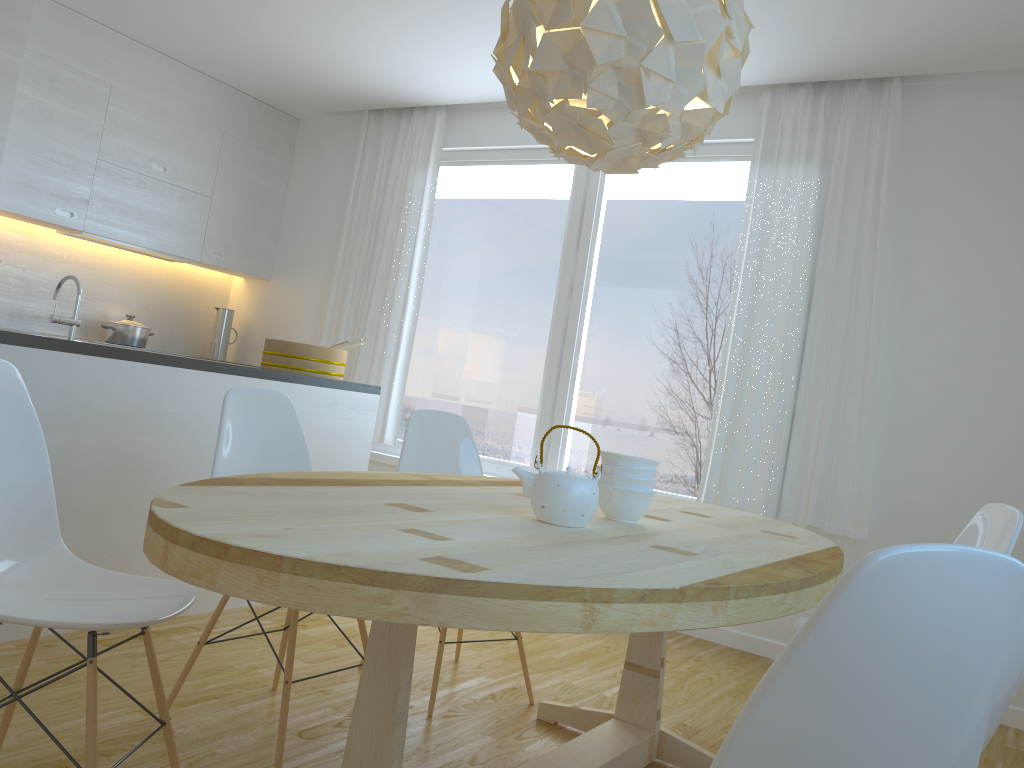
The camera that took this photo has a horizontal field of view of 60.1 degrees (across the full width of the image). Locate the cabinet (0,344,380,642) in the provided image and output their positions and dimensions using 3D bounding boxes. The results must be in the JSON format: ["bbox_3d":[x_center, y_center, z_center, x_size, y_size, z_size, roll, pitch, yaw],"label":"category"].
[{"bbox_3d":[-1.562,0.349,3.253,0.602,0.914,2.384,6,-3,32],"label":"cabinet"}]

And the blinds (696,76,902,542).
[{"bbox_3d":[1.364,-0.432,4.117,0.797,2.170,0.149,6,-5,32],"label":"blinds"}]

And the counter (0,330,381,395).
[{"bbox_3d":[-1.490,-0.121,3.293,0.602,0.040,2.384,8,-1,32],"label":"counter"}]

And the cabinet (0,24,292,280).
[{"bbox_3d":[-2.578,-0.582,4.775,0.482,2.311,3.179,6,-4,32],"label":"cabinet"}]

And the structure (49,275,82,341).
[{"bbox_3d":[-1.502,-0.260,2.922,0.163,0.216,0.096,7,-5,32],"label":"structure"}]

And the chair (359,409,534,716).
[{"bbox_3d":[-0.179,0.563,3.031,0.427,0.906,0.524,12,-5,-38],"label":"chair"}]

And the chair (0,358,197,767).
[{"bbox_3d":[-0.885,0.426,1.733,0.523,0.906,0.428,9,-4,2],"label":"chair"}]

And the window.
[{"bbox_3d":[0.331,-0.387,4.968,2.735,1.927,0.087,7,-5,32],"label":"window"}]

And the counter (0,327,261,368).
[{"bbox_3d":[-2.367,-0.213,5.285,0.602,0.040,1.987,8,-1,32],"label":"counter"}]

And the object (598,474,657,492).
[{"bbox_3d":[0.274,0.268,2.164,0.151,0.093,0.151,9,-2,-19],"label":"object"}]

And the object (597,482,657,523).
[{"bbox_3d":[0.272,0.291,2.159,0.151,0.083,0.152,9,-2,-19],"label":"object"}]

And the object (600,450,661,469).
[{"bbox_3d":[0.283,0.216,2.170,0.151,0.087,0.152,10,-2,-30],"label":"object"}]

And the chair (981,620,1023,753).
[{"bbox_3d":[0.725,0.673,1.693,0.525,0.906,0.426,6,-5,32],"label":"chair"}]

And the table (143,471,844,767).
[{"bbox_3d":[0.085,0.671,2.098,1.197,0.728,2.175,7,-2,31],"label":"table"}]

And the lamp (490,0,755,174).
[{"bbox_3d":[0.311,-1.092,2.285,0.649,1.140,0.634,6,-5,31],"label":"lamp"}]

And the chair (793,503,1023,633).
[{"bbox_3d":[1.014,0.733,2.391,0.523,0.906,0.427,8,-4,7],"label":"chair"}]

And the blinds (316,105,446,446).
[{"bbox_3d":[-0.877,-0.747,5.541,0.797,2.170,0.149,6,-5,32],"label":"blinds"}]

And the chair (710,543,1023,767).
[{"bbox_3d":[0.228,0.582,1.014,0.428,0.906,0.523,11,-4,-28],"label":"chair"}]

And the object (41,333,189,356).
[{"bbox_3d":[-2.365,-0.231,5.292,0.563,0.013,0.649,8,-1,32],"label":"object"}]

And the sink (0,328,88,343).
[{"bbox_3d":[-1.690,-0.103,3.042,0.403,0.157,0.403,9,-2,-16],"label":"sink"}]

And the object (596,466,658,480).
[{"bbox_3d":[0.276,0.244,2.168,0.151,0.096,0.151,11,-3,-41],"label":"object"}]

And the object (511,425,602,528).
[{"bbox_3d":[0.109,0.196,1.935,0.178,0.212,0.146,7,-4,31],"label":"object"}]

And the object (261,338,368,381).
[{"bbox_3d":[-0.931,-0.145,4.103,0.427,0.215,0.379,10,-2,-30],"label":"object"}]
